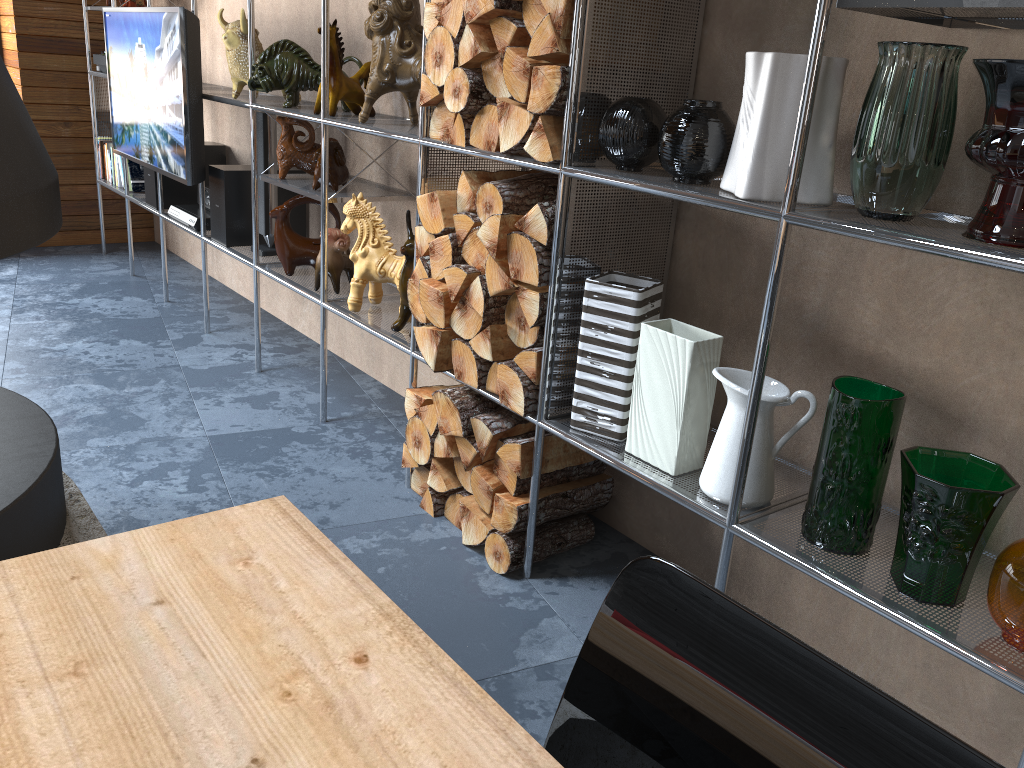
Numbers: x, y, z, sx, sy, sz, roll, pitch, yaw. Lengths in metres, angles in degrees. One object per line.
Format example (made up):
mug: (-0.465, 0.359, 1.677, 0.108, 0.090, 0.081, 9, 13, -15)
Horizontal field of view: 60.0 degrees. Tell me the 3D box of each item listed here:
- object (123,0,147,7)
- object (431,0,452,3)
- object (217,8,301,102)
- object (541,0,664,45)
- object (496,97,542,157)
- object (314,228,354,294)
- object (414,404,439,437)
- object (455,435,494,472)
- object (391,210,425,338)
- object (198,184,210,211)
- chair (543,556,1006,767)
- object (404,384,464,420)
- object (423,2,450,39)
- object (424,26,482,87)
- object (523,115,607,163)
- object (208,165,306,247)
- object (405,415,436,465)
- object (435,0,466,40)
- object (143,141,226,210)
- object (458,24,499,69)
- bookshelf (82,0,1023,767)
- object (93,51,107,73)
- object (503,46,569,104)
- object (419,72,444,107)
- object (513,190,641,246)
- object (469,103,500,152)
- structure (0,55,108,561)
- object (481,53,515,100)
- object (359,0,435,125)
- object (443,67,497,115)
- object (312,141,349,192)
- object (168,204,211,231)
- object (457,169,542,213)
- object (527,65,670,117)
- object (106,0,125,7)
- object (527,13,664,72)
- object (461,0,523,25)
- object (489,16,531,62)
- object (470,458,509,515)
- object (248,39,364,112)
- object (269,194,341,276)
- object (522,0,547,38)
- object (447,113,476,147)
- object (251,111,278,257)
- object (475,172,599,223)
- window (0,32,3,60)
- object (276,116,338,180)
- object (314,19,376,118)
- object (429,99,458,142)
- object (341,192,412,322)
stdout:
object: (-1.879, -1.991, 4.430, 0.060, 0.223, 0.267, 7, 20, 6)
object: (-0.041, -0.967, 2.188, 0.299, 0.114, 0.135, -12, 25, -38)
object: (-0.919, -1.200, 3.249, 0.154, 0.309, 0.325, 18, 24, 34)
object: (0.192, -0.789, 1.890, 0.308, 0.120, 0.098, -13, 26, -40)
object: (0.144, -0.585, 2.059, 0.362, 0.131, 0.154, -10, 24, -36)
object: (-0.604, -0.433, 3.025, 0.119, 0.220, 0.212, 3, 20, -4)
object: (-0.102, 0.059, 2.480, 0.329, 0.107, 0.128, -10, 24, -36)
object: (0.002, 0.153, 2.376, 0.330, 0.098, 0.107, -13, 26, -40)
object: (-0.249, -0.323, 2.587, 0.198, 0.358, 0.116, -15, 27, -43)
object: (-1.333, -0.829, 3.976, 0.080, 0.101, 0.223, -10, 24, -36)
chair: (0.014, 0.617, 0.572, 0.599, 0.824, 0.527, -10, 24, -36)
object: (-0.156, 0.059, 2.555, 0.310, 0.120, 0.111, -11, 25, -37)
object: (-0.070, -0.877, 2.221, 0.310, 0.120, 0.111, -11, 25, -37)
object: (-0.060, -0.798, 2.192, 0.286, 0.143, 0.143, -11, 25, -37)
object: (0.184, -0.547, 1.973, 0.330, 0.105, 0.107, -12, 25, -38)
object: (-1.046, -0.738, 3.657, 0.343, 0.303, 0.175, -10, 24, -36)
object: (-0.146, 0.137, 2.525, 0.286, 0.143, 0.143, -11, 25, -37)
object: (-0.016, -0.876, 2.147, 0.329, 0.107, 0.128, -10, 24, -36)
object: (-1.592, -1.019, 4.322, 0.343, 0.303, 0.175, -10, 24, -36)
object: (0.038, -0.795, 2.106, 0.331, 0.110, 0.101, -9, 24, -34)
bookshelf: (1.274, -2.032, 0.236, 0.421, 6.215, 10.743, -10, 24, -36)
object: (-1.973, -1.675, 4.638, 0.320, 0.114, 0.405, -10, 24, -36)
object: (0.128, -0.701, 2.006, 0.329, 0.135, 0.095, -12, 26, -40)
object: (-0.087, -0.744, 2.272, 0.303, 0.088, 0.096, -11, 25, -38)
object: (0.155, -0.392, 2.045, 0.308, 0.107, 0.121, -13, 26, -40)
object: (0.055, -0.617, 2.144, 0.299, 0.114, 0.135, -12, 25, -38)
structure: (-1.070, -2.051, 0.537, 1.197, 5.696, 1.690, -10, 24, -36)
object: (0.077, -0.720, 2.097, 0.288, 0.118, 0.147, -13, 26, -40)
object: (-0.258, -0.949, 2.500, 0.405, 0.450, 0.210, 22, 26, 40)
object: (-0.015, -0.704, 2.157, 0.312, 0.110, 0.103, -12, 26, -39)
object: (-0.601, -0.735, 2.956, 0.105, 0.168, 0.211, 5, 20, 1)
object: (-1.335, -0.755, 4.005, 0.325, 0.058, 0.360, -10, 24, -36)
object: (0.006, -0.485, 2.268, 0.289, 0.121, 0.107, -10, 24, -35)
object: (0.194, -0.634, 1.934, 0.321, 0.109, 0.110, -10, 24, -36)
object: (-2.004, -2.056, 4.573, 0.116, 0.229, 0.233, 5, 20, 1)
object: (0.194, -0.727, 1.915, 0.331, 0.110, 0.107, -12, 25, -38)
object: (0.045, -0.877, 2.035, 0.322, 0.127, 0.164, -11, 25, -37)
object: (0.100, -0.785, 2.052, 0.330, 0.098, 0.107, -13, 26, -40)
object: (0.042, 0.234, 2.339, 0.329, 0.135, 0.095, -12, 26, -40)
object: (-0.690, -1.052, 3.023, 0.403, 0.220, 0.192, 4, 20, -2)
object: (-0.743, -0.537, 3.190, 0.249, 0.290, 0.114, 0, 20, -13)
object: (0.161, -0.807, 1.962, 0.291, 0.153, 0.112, -12, 25, -39)
object: (-0.012, -0.639, 2.229, 0.303, 0.095, 0.087, -11, 25, -36)
object: (-0.936, -0.768, 3.416, 0.112, 0.533, 0.112, -10, 24, -36)
object: (0.062, -0.466, 2.187, 0.312, 0.150, 0.140, -12, 26, -40)
window: (-5.242, -1.674, 3.334, 5.937, 1.521, 0.101, -10, 24, -36)
object: (-0.718, -0.828, 3.127, 0.217, 0.214, 0.108, 0, 20, -13)
object: (-0.512, -1.005, 2.835, 0.097, 0.290, 0.290, 16, 23, 29)
object: (-0.060, -0.677, 2.294, 0.287, 0.112, 0.126, -11, 25, -37)
object: (-0.364, -0.395, 2.755, 0.375, 0.362, 0.170, 10, 20, 16)
